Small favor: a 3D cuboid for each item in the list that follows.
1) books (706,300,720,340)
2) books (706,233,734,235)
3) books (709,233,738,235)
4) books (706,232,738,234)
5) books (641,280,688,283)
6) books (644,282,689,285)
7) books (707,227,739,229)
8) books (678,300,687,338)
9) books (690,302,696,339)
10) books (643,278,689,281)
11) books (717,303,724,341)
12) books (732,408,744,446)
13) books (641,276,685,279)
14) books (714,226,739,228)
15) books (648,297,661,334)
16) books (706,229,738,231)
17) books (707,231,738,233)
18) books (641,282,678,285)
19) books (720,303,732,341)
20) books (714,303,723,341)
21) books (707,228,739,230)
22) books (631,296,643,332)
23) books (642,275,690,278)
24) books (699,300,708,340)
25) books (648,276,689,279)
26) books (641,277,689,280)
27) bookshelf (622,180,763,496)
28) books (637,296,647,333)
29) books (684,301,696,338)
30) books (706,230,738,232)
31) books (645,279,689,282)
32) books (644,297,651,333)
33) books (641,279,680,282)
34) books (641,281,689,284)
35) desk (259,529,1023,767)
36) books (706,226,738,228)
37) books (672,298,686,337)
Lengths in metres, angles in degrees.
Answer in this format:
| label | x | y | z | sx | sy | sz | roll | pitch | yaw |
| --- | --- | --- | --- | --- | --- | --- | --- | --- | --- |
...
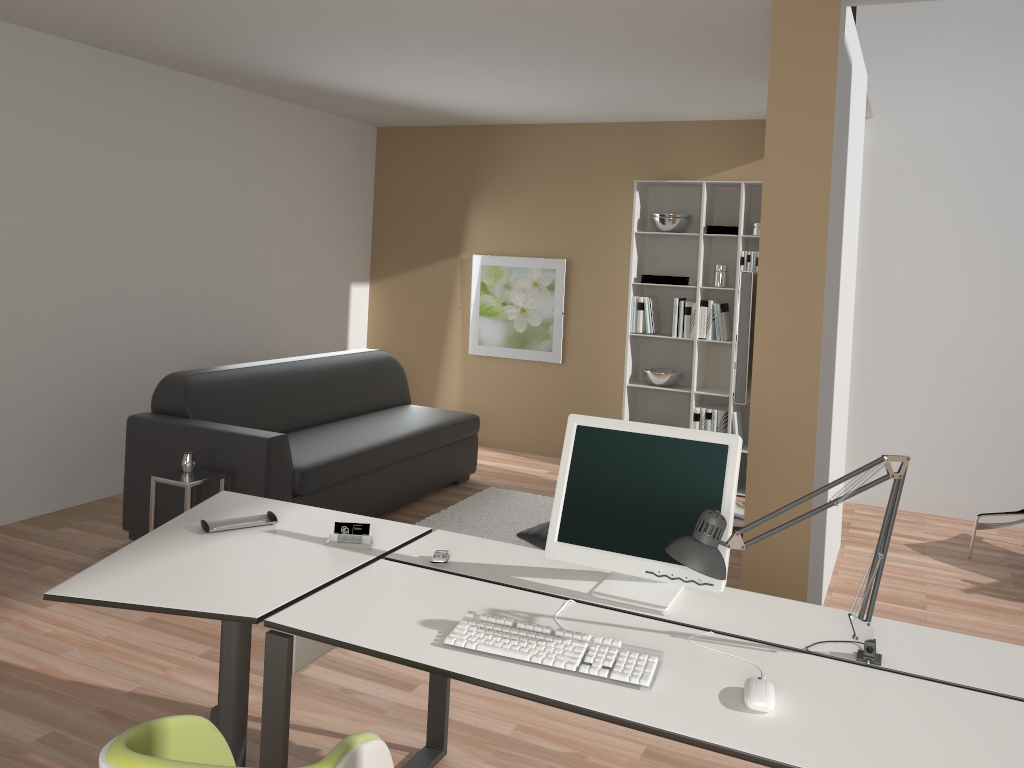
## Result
| label | x | y | z | sx | sy | sz | roll | pitch | yaw |
| --- | --- | --- | --- | --- | --- | --- | --- | --- | --- |
| books | 1.418 | -0.454 | 6.213 | 0.040 | 0.275 | 0.208 | 3 | 4 | 25 |
| books | 1.495 | -1.050 | 6.209 | 0.211 | 0.007 | 0.299 | 6 | 9 | 19 |
| books | 1.496 | -1.055 | 6.208 | 0.211 | 0.006 | 0.299 | 6 | 9 | 19 |
| books | 1.497 | -1.060 | 6.208 | 0.211 | 0.006 | 0.299 | 6 | 9 | 19 |
| books | 1.103 | -0.741 | 6.360 | 0.298 | 0.006 | 0.211 | 6 | 9 | 23 |
| books | 1.105 | -0.729 | 6.360 | 0.298 | 0.006 | 0.211 | 7 | 9 | 24 |
| books | 1.501 | -1.093 | 6.206 | 0.211 | 0.008 | 0.299 | 6 | 9 | 19 |
| books | 1.234 | -0.466 | 6.285 | 0.040 | 0.257 | 0.208 | 3 | 4 | 25 |
| books | 1.310 | -0.454 | 6.252 | 0.040 | 0.251 | 0.208 | 3 | 4 | 24 |
| books | 1.105 | -0.757 | 6.358 | 0.298 | 0.006 | 0.211 | 7 | 9 | 26 |
| books | 1.482 | -0.435 | 6.175 | 0.058 | 0.257 | 0.208 | 4 | 4 | 25 |
| books | 1.569 | 0.312 | 6.116 | 0.060 | 0.259 | 0.208 | 4 | 4 | 24 |
| books | 1.108 | -0.768 | 6.362 | 0.298 | 0.008 | 0.211 | 7 | 9 | 24 |
| books | 1.497 | -1.103 | 6.203 | 0.211 | 0.006 | 0.299 | 6 | 9 | 19 |
| books | 1.031 | -0.500 | 6.384 | 0.058 | 0.257 | 0.208 | 4 | 4 | 25 |
| books | 1.496 | -1.083 | 6.208 | 0.211 | 0.006 | 0.299 | 6 | 9 | 20 |
| books | 1.498 | -1.066 | 6.210 | 0.211 | 0.006 | 0.299 | 5 | 8 | 17 |
| books | 1.103 | -0.724 | 6.359 | 0.298 | 0.007 | 0.211 | 7 | 9 | 24 |
| books | 1.504 | -0.437 | 6.182 | 0.058 | 0.257 | 0.208 | 4 | 4 | 25 |
| books | 1.460 | -0.440 | 6.190 | 0.060 | 0.259 | 0.208 | 4 | 4 | 24 |
| books | 1.501 | -1.088 | 6.206 | 0.211 | 0.008 | 0.299 | 6 | 9 | 19 |
| books | 0.919 | -0.512 | 6.427 | 0.040 | 0.257 | 0.208 | 3 | 4 | 25 |
| books | 1.111 | -0.778 | 6.357 | 0.298 | 0.006 | 0.211 | 7 | 9 | 24 |
| books | 1.375 | -0.457 | 6.232 | 0.053 | 0.271 | 0.208 | 4 | 4 | 25 |
| books | 1.109 | -0.773 | 6.356 | 0.298 | 0.007 | 0.211 | 7 | 9 | 24 |
| books | 1.108 | -0.763 | 6.362 | 0.298 | 0.008 | 0.211 | 7 | 9 | 24 |
| bookshelf | 1.366 | -0.359 | 6.269 | 1.042 | 2.134 | 0.333 | 4 | 2 | 25 |
| books | 0.959 | -0.506 | 6.402 | 0.040 | 0.257 | 0.208 | 3 | 4 | 25 |
| books | 1.269 | -0.461 | 6.263 | 0.040 | 0.257 | 0.208 | 3 | 4 | 25 |
| books | 1.497 | -1.071 | 6.206 | 0.211 | 0.006 | 0.299 | 6 | 9 | 19 |
| books | 1.107 | -0.751 | 6.359 | 0.298 | 0.006 | 0.211 | 7 | 9 | 24 |
| books | 1.005 | -0.501 | 6.384 | 0.060 | 0.259 | 0.208 | 4 | 4 | 25 |
| books | 1.107 | -0.746 | 6.359 | 0.298 | 0.006 | 0.211 | 7 | 9 | 24 |
| books | 1.105 | -0.735 | 6.360 | 0.298 | 0.006 | 0.211 | 7 | 9 | 24 |
| desk | 0.312 | 0.919 | 2.039 | 1.606 | 0.684 | 0.808 | 6 | 6 | 25 |
| books | 1.496 | -1.098 | 6.205 | 0.211 | 0.007 | 0.299 | 6 | 9 | 19 |
| books | 1.196 | -0.479 | 6.303 | 0.040 | 0.275 | 0.208 | 3 | 4 | 25 |
